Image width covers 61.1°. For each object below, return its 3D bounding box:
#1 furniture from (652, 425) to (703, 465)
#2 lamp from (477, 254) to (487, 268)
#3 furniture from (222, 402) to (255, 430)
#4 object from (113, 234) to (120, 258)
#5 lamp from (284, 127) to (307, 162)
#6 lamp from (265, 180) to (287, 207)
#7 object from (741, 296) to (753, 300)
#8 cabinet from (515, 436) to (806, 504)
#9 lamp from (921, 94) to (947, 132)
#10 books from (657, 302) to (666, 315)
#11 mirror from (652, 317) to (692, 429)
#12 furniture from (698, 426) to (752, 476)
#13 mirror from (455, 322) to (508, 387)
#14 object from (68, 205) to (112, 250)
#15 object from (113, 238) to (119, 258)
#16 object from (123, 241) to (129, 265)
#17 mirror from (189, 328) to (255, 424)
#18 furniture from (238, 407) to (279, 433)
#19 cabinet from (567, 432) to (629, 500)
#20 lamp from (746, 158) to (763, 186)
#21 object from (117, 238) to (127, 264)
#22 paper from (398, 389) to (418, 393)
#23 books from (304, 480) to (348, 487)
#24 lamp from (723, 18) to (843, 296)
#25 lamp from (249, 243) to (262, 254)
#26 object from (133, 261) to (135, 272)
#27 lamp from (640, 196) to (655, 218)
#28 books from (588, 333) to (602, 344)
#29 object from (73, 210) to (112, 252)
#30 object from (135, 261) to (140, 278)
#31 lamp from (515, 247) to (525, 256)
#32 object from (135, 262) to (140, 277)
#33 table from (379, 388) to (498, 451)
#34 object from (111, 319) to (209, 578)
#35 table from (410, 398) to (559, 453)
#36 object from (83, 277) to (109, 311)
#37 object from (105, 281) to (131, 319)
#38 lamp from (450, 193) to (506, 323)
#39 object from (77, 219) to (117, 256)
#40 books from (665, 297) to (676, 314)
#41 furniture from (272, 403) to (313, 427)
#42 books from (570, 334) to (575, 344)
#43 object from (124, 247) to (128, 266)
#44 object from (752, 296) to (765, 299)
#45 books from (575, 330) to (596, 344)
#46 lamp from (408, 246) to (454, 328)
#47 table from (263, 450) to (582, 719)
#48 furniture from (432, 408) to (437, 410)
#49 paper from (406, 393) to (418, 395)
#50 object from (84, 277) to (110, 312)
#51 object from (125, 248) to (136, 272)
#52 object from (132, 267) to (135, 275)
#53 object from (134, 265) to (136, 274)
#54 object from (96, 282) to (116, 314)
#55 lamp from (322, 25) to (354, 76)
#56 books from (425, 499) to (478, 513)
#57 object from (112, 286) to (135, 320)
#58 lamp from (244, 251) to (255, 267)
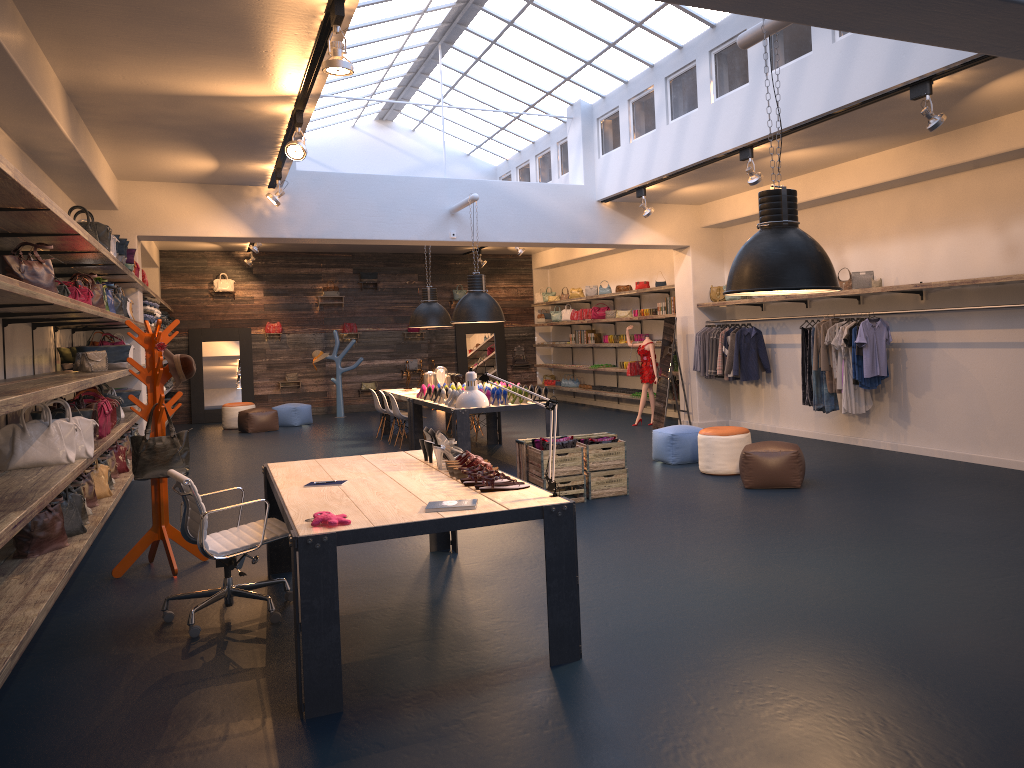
[{"bbox_3d":[2.005,0.698,10.283,0.692,0.423,0.605,-3,2,-24],"label":"furniture"},{"bbox_3d":[-0.661,-2.706,19.128,0.228,0.328,0.190,-2,0,21],"label":"lamp"},{"bbox_3d":[-5.118,0.588,16.271,0.614,0.480,0.547,-3,2,-19],"label":"furniture"},{"bbox_3d":[-3.655,-1.203,7.679,0.343,0.244,0.180,-2,1,-5],"label":"object"},{"bbox_3d":[-1.819,-2.054,7.436,0.167,0.315,0.269,-2,1,33],"label":"lamp"},{"bbox_3d":[-2.673,-2.146,9.826,0.166,0.328,0.260,-2,1,38],"label":"lamp"},{"bbox_3d":[3.485,-1.381,12.848,0.250,0.284,0.365,-2,2,-3],"label":"object"},{"bbox_3d":[1.471,0.758,8.336,2.895,0.548,0.720,-2,2,-11],"label":"cabinet"},{"bbox_3d":[3.438,-2.205,7.118,0.228,0.328,0.190,-2,0,21],"label":"lamp"},{"bbox_3d":[2.657,-1.301,15.004,0.191,0.210,0.298,-2,2,-20],"label":"books"},{"bbox_3d":[2.507,-0.182,13.795,0.557,1.766,0.472,-2,0,-23],"label":"mirror"},{"bbox_3d":[2.294,0.709,9.351,0.614,0.480,0.547,-3,2,-19],"label":"furniture"},{"bbox_3d":[-0.698,-0.492,20.298,1.234,1.918,0.250,-2,0,-25],"label":"mirror"},{"bbox_3d":[-3.453,-1.236,6.960,0.458,0.386,0.178,-3,1,-29],"label":"object"},{"bbox_3d":[-3.640,-1.231,7.505,0.456,0.331,0.179,-3,1,-28],"label":"object"},{"bbox_3d":[-3.764,-1.211,8.002,0.449,0.232,0.165,-3,1,-30],"label":"object"},{"bbox_3d":[-5.949,-0.187,17.824,1.234,1.918,0.250,-2,0,-25],"label":"mirror"},{"bbox_3d":[-4.551,0.635,15.571,0.703,0.423,0.594,-4,3,-38],"label":"furniture"},{"bbox_3d":[0.823,0.778,8.351,0.501,0.548,0.521,-2,1,-22],"label":"cabinet"},{"bbox_3d":[2.640,-2.303,9.455,0.170,0.328,0.254,-2,1,24],"label":"lamp"},{"bbox_3d":[-3.712,-1.205,7.849,0.443,0.232,0.167,-3,1,-22],"label":"object"},{"bbox_3d":[-1.611,0.106,13.614,0.347,0.014,0.694,-2,3,-10],"label":"paper"},{"bbox_3d":[-1.033,0.549,4.828,0.206,0.018,0.136,-2,3,-2],"label":"books"},{"bbox_3d":[1.553,-1.357,5.112,0.644,1.647,0.756,-2,0,37],"label":"lamp"},{"bbox_3d":[-4.349,-2.350,14.726,0.228,0.328,0.190,-2,0,21],"label":"lamp"},{"bbox_3d":[-4.394,-1.352,9.731,0.213,0.385,0.269,-2,1,27],"label":"object"},{"bbox_3d":[1.824,-2.402,11.836,0.238,0.328,0.183,-2,0,5],"label":"lamp"},{"bbox_3d":[1.733,-0.954,18.163,0.193,0.213,0.309,-2,2,-21],"label":"books"},{"bbox_3d":[-3.530,-1.241,7.126,0.453,0.386,0.180,-3,0,-23],"label":"object"},{"bbox_3d":[-4.497,-1.329,10.096,0.203,0.310,0.264,-2,1,31],"label":"object"},{"bbox_3d":[0.149,-2.607,16.756,0.228,0.328,0.190,-2,0,21],"label":"lamp"},{"bbox_3d":[-4.452,-1.308,10.010,0.252,0.284,0.307,-2,1,16],"label":"object"},{"bbox_3d":[-1.190,0.480,13.402,1.314,0.740,2.382,-3,3,-20],"label":"table"},{"bbox_3d":[-2.453,0.419,6.010,0.442,1.730,0.448,-2,0,5],"label":"object"},{"bbox_3d":[-0.415,0.575,11.130,1.314,0.740,2.382,-3,3,-20],"label":"table"},{"bbox_3d":[-3.521,-0.737,7.264,0.188,0.322,0.394,-2,2,20],"label":"object"},{"bbox_3d":[-4.010,-0.832,8.690,0.185,0.386,0.443,-2,1,18],"label":"object"},{"bbox_3d":[-0.462,-1.604,11.022,0.754,1.647,0.645,-2,0,-31],"label":"lamp"},{"bbox_3d":[-3.577,-1.224,7.323,0.458,0.331,0.178,-3,1,-30],"label":"object"},{"bbox_3d":[2.830,-1.325,14.595,0.255,0.288,0.599,-2,2,-21],"label":"books"},{"bbox_3d":[-4.178,0.574,16.495,0.621,0.423,0.676,-1,2,17],"label":"furniture"},{"bbox_3d":[1.398,-0.988,19.006,0.191,0.210,0.298,-2,2,-20],"label":"books"},{"bbox_3d":[-3.986,-1.226,8.471,0.448,0.235,0.165,-3,1,-28],"label":"object"},{"bbox_3d":[3.559,-1.287,12.482,0.231,0.125,0.191,-1,2,14],"label":"object"},{"bbox_3d":[1.571,-1.012,18.597,0.255,0.288,0.599,-2,2,-21],"label":"books"},{"bbox_3d":[-1.290,-1.705,13.442,0.675,1.647,0.724,-2,0,15],"label":"lamp"},{"bbox_3d":[-0.660,0.912,4.926,1.314,0.740,2.382,-3,3,-20],"label":"table"},{"bbox_3d":[-1.497,0.312,19.215,0.614,0.480,0.547,-3,2,-19],"label":"furniture"},{"bbox_3d":[-1.302,0.129,12.987,0.317,0.014,0.759,-1,3,21],"label":"paper"},{"bbox_3d":[-3.608,-0.755,7.503,0.208,0.339,0.391,-2,2,18],"label":"object"},{"bbox_3d":[-3.989,-1.237,8.677,0.443,0.236,0.167,-3,1,-22],"label":"object"},{"bbox_3d":[-4.119,-1.302,9.001,0.367,0.335,0.158,-2,0,-13],"label":"object"},{"bbox_3d":[-4.433,-1.330,9.849,0.213,0.330,0.269,-2,1,27],"label":"object"},{"bbox_3d":[-3.769,-0.775,7.974,0.208,0.339,0.391,-2,2,18],"label":"object"},{"bbox_3d":[-1.027,-1.927,5.109,0.193,0.376,0.164,-2,0,-34],"label":"lamp"},{"bbox_3d":[-0.280,0.566,4.049,0.232,0.017,0.175,-2,3,-5],"label":"books"},{"bbox_3d":[-4.193,-0.854,9.218,0.185,0.386,0.443,-2,1,18],"label":"object"},{"bbox_3d":[-5.153,-2.449,17.081,0.228,0.328,0.190,-2,0,21],"label":"lamp"}]
